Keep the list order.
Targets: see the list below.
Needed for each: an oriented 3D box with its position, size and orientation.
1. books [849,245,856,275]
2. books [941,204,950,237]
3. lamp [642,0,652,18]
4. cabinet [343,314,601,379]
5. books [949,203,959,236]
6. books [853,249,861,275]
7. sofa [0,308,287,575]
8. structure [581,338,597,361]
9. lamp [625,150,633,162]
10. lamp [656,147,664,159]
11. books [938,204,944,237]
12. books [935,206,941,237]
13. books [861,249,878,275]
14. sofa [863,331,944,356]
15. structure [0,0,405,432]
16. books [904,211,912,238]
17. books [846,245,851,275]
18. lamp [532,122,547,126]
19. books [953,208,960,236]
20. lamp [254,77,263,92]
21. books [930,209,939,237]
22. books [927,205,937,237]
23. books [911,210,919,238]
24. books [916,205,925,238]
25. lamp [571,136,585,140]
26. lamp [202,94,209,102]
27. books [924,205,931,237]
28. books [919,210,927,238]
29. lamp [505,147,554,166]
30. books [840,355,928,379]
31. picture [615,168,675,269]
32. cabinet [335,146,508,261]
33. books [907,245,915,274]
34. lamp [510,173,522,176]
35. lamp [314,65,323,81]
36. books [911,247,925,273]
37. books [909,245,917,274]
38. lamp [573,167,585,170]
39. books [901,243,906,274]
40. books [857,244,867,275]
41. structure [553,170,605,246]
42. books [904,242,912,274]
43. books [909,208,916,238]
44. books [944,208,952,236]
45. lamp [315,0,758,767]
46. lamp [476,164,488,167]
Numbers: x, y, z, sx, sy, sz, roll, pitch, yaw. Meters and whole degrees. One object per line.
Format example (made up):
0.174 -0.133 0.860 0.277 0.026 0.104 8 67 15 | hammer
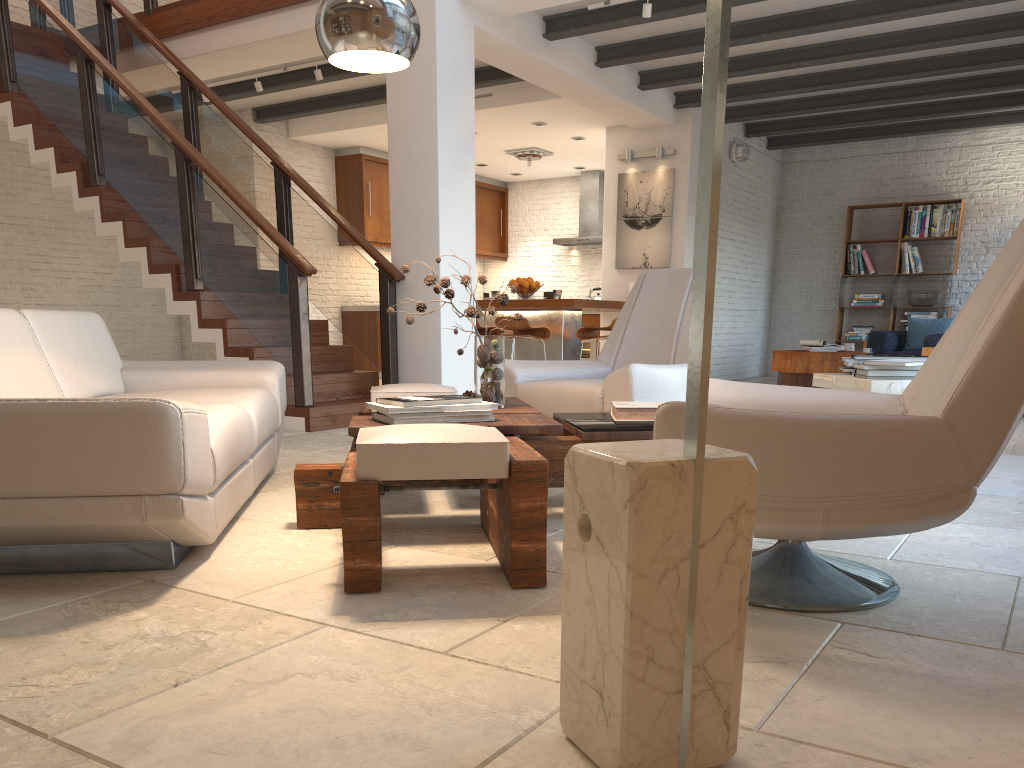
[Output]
4.473 -1.618 11.417 0.090 0.397 0.238 9 14 32 | books
5.353 -2.007 10.767 0.036 0.396 0.238 9 14 32 | books
0.923 -2.560 5.950 0.059 0.133 0.083 1 11 2 | lamp
0.114 -1.564 12.162 4.781 2.931 2.192 0 10 -3 | cabinet
5.432 -2.003 10.718 0.036 0.396 0.238 9 14 32 | books
4.527 -1.592 11.412 0.101 0.345 0.248 9 13 32 | books
-1.557 0.107 3.292 1.143 0.779 2.263 -1 5 -8 | sofa
1.048 -0.551 12.896 0.663 0.596 0.489 5 11 32 | structure
1.274 -2.476 9.470 0.079 0.108 0.077 -6 12 -29 | lamp
1.575 -2.462 9.287 0.079 0.108 0.077 -6 12 -29 | lamp
5.329 -2.009 10.797 0.036 0.396 0.238 9 14 32 | books
5.297 -1.996 10.804 0.020 0.371 0.265 9 14 32 | books
4.648 -1.578 11.331 0.193 0.329 0.248 7 12 32 | books
4.448 -0.204 8.826 2.061 0.681 3.870 3 5 32 | sofa
-0.844 -1.882 6.842 10.065 4.274 13.573 4 6 32 | structure
5.014 -1.996 10.992 0.055 0.341 0.248 9 13 32 | books
4.438 -1.619 11.429 0.090 0.397 0.238 9 14 32 | books
0.297 -2.838 9.448 0.122 0.057 0.121 4 7 32 | lamp
5.482 -1.974 10.713 0.055 0.341 0.248 9 13 32 | books
-2.302 -2.711 7.920 0.060 0.133 0.084 8 14 34 | lamp
5.256 -1.982 10.815 0.055 0.341 0.248 9 13 32 | books
5.225 -2.013 10.845 0.036 0.396 0.238 9 14 32 | books
5.070 -1.992 10.937 0.055 0.341 0.248 9 13 32 | books
5.111 -2.018 10.909 0.036 0.396 0.238 9 14 32 | books
0.774 -2.887 10.179 0.122 0.057 0.121 4 7 32 | lamp
-2.915 -2.739 8.291 0.059 0.133 0.083 1 11 2 | lamp
5.188 -2.014 10.856 0.036 0.396 0.238 9 14 32 | books
5.159 -1.989 10.904 0.055 0.341 0.248 9 13 32 | books
0.219 -2.849 11.043 0.446 0.176 0.441 4 6 32 | lamp
1.592 -0.070 3.631 0.388 0.082 0.553 2 4 16 | books
1.452 -1.801 9.588 0.648 1.050 0.019 7 15 30 | picture
-1.141 -2.433 12.302 0.456 1.200 3.274 8 9 32 | cabinet
5.074 -1.569 11.046 0.123 0.360 0.265 8 13 32 | books
0.062 -3.062 12.655 0.122 0.057 0.121 4 7 32 | lamp
-1.673 -2.681 7.536 0.060 0.133 0.084 8 14 34 | lamp
5.130 -1.557 11.008 0.156 0.340 0.248 8 13 32 | books
5.097 -1.569 11.042 0.123 0.360 0.265 8 13 32 | books
0.939 -3.021 12.120 0.122 0.057 0.121 4 7 32 | lamp
5.004 -1.591 11.100 0.100 0.396 0.238 9 14 32 | books
4.557 -1.611 11.352 0.120 0.394 0.238 8 14 32 | books
1.135 -2.529 12.529 0.976 1.026 0.446 6 13 31 | structure
5.023 -1.588 11.061 0.102 0.396 0.238 9 14 32 | books
5.046 -2.008 10.968 0.020 0.371 0.265 9 14 32 | books
5.389 -1.977 10.745 0.055 0.341 0.248 9 13 32 | books
-0.133 -0.610 2.016 0.318 2.426 1.972 -5 11 -21 | lamp
-0.413 -3.013 11.925 0.122 0.057 0.121 4 7 32 | lamp
